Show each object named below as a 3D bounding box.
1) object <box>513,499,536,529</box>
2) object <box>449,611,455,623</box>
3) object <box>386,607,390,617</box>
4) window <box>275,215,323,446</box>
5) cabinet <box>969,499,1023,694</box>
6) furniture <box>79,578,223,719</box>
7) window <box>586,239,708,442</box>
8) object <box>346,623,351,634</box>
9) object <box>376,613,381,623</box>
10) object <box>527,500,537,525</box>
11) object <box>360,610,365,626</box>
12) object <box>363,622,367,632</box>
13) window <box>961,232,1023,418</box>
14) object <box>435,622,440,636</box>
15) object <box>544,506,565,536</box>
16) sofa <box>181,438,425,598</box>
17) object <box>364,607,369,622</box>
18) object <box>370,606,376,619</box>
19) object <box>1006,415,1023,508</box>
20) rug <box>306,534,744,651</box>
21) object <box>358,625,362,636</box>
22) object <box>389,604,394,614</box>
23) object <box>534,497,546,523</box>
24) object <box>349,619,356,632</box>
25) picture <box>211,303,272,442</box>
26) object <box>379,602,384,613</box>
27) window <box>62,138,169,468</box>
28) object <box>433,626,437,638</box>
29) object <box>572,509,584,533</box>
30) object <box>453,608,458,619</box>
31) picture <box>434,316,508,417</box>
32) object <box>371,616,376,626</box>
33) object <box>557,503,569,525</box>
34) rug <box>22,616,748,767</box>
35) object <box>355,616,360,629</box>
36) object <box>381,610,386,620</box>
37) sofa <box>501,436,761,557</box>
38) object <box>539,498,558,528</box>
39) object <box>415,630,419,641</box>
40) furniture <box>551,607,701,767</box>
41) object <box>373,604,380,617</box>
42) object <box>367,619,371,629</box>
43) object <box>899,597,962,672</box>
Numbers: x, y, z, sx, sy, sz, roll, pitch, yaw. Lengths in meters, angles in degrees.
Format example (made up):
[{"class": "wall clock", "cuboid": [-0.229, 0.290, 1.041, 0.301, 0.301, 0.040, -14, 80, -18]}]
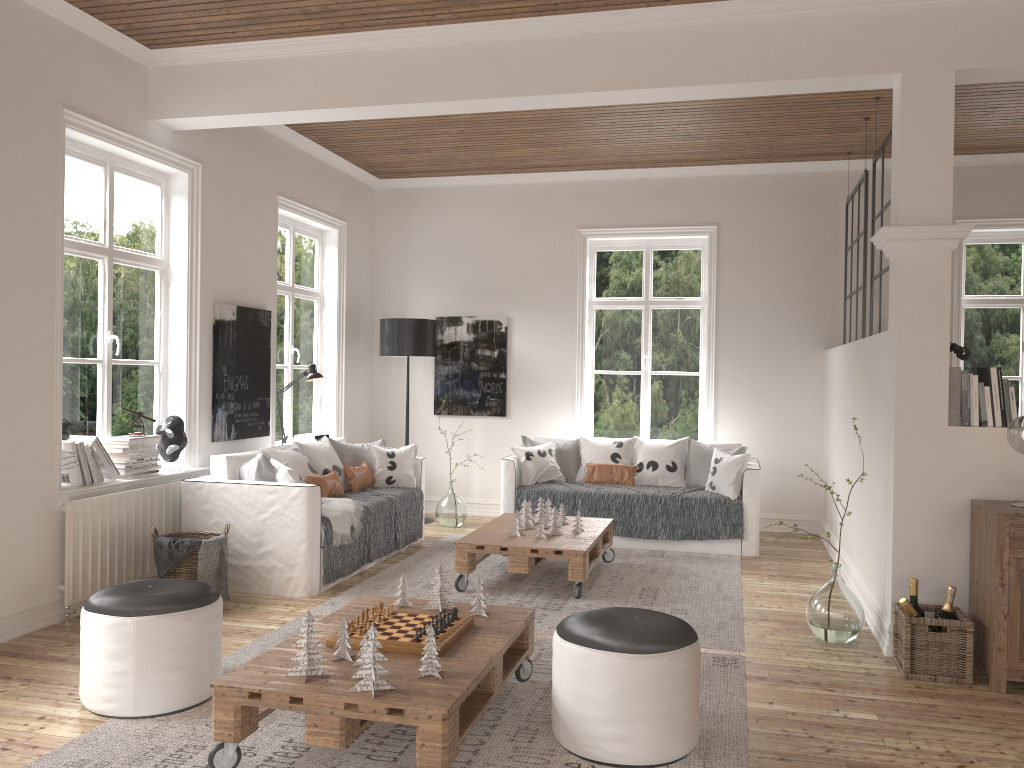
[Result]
[{"class": "object", "cuboid": [0.080, 0.832, 5.685, 0.106, 0.193, 0.112, 1, 1, 42]}, {"class": "object", "cuboid": [-0.233, 0.888, 3.393, 0.026, 0.044, 0.026, 1, 1, -31]}, {"class": "object", "cuboid": [-0.483, 0.888, 3.456, 0.017, 0.037, 0.017, 1, 1, 33]}, {"class": "window", "cuboid": [-1.772, -0.391, 7.188, 0.120, 1.872, 1.055, 1, 1, 14]}, {"class": "cabinet", "cuboid": [2.734, 0.913, 3.679, 1.432, 0.750, 0.408, 1, 1, 14]}, {"class": "furniture", "cuboid": [-1.401, 1.009, 3.461, 0.518, 0.430, 0.518, 1, 1, 35]}, {"class": "window", "cuboid": [1.196, -0.350, 7.905, 1.055, 1.872, 0.120, 1, 1, 14]}, {"class": "object", "cuboid": [-0.594, 0.886, 3.210, 0.019, 0.040, 0.019, 1, 1, 10]}, {"class": "object", "cuboid": [-0.507, 0.888, 3.371, 0.017, 0.037, 0.017, 1, 1, 33]}, {"class": "object", "cuboid": [0.114, 0.845, 5.856, 0.095, 0.164, 0.090, 1, 1, 21]}, {"class": "object", "cuboid": [-0.561, 0.876, 3.337, 0.025, 0.058, 0.025, 1, 1, -31]}, {"class": "object", "cuboid": [-0.538, 0.888, 3.245, 0.017, 0.037, 0.017, 1, 1, 33]}, {"class": "window", "cuboid": [4.168, -0.297, 7.161, 1.055, 1.872, 0.120, 1, 1, 14]}, {"class": "object", "cuboid": [-0.274, 0.887, 3.221, 0.022, 0.047, 0.022, 1, 1, -18]}, {"class": "object", "cuboid": [0.260, 0.844, 5.491, 0.097, 0.178, 0.103, 1, 1, -23]}, {"class": "sofa", "cuboid": [-1.314, 0.815, 6.071, 0.866, 0.776, 1.960, 1, 1, 14]}, {"class": "object", "cuboid": [-0.552, 0.878, 3.379, 0.025, 0.055, 0.025, 0, 1, -44]}, {"class": "object", "cuboid": [-0.538, 0.882, 3.427, 0.022, 0.047, 0.022, 0, 1, -44]}, {"class": "object", "cuboid": [2.279, 0.629, 3.920, 0.180, 1.062, 0.395, 1, 1, 29]}, {"class": "rug", "cuboid": [0.299, 1.231, 5.644, 2.254, 0.003, 2.474, 1, 1, 14]}, {"class": "object", "cuboid": [-0.549, 0.889, 3.200, 0.017, 0.037, 0.017, 1, 1, 33]}, {"class": "object", "cuboid": [-0.475, 0.887, 3.496, 0.017, 0.037, 0.017, 1, 1, 33]}, {"class": "object", "cuboid": [0.193, 0.839, 5.942, 0.090, 0.176, 0.090, 1, 1, -24]}, {"class": "object", "cuboid": [-0.583, 0.884, 3.252, 0.026, 0.044, 0.026, 1, 1, -31]}, {"class": "picture", "cuboid": [-1.854, -0.075, 6.111, 0.041, 0.908, 0.680, 1, 1, 14]}, {"class": "object", "cuboid": [-0.518, 0.885, 3.507, 0.019, 0.040, 0.019, 0, 1, -42]}, {"class": "window", "cuboid": [-2.298, -0.381, 5.086, 0.120, 1.872, 1.055, 1, 1, 14]}, {"class": "object", "cuboid": [-0.286, 0.889, 3.178, 0.026, 0.044, 0.026, 1, 1, -31]}, {"class": "object", "cuboid": [0.419, 0.863, 5.608, 0.072, 0.142, 0.073, 1, 1, 22]}, {"class": "object", "cuboid": [-0.219, 0.890, 3.435, 0.019, 0.040, 0.019, 0, 1, -42]}, {"class": "picture", "cuboid": [-0.379, -0.163, 8.113, 0.680, 0.908, 0.041, 1, 1, 14]}, {"class": "object", "cuboid": [-0.519, 0.888, 3.327, 0.017, 0.037, 0.017, 1, 1, 33]}, {"class": "object", "cuboid": [0.330, 0.857, 5.869, 0.075, 0.147, 0.075, 0, 1, -44]}, {"class": "rug", "cuboid": [-0.320, 1.243, 3.171, 2.254, 0.003, 2.474, 1, 1, 14]}, {"class": "object", "cuboid": [-0.572, 0.882, 3.295, 0.022, 0.047, 0.022, 0, 1, -44]}, {"class": "object", "cuboid": [-0.495, 0.888, 3.413, 0.017, 0.037, 0.017, 1, 1, 33]}, {"class": "sofa", "cuboid": [0.949, 0.842, 7.052, 1.960, 0.776, 0.866, 1, 1, 14]}, {"class": "object", "cuboid": [0.239, 0.833, 5.736, 0.107, 0.195, 0.113, 1, 1, 21]}, {"class": "object", "cuboid": [-0.338, 0.892, 3.150, 0.017, 0.037, 0.017, 1, 1, -5]}, {"class": "furniture", "cuboid": [0.399, 1.041, 3.119, 0.518, 0.430, 0.518, 1, 1, 17]}, {"class": "object", "cuboid": [-0.529, 0.883, 3.464, 0.026, 0.044, 0.026, 1, 1, -31]}, {"class": "object", "cuboid": [-0.529, 0.888, 3.285, 0.017, 0.037, 0.017, 1, 1, 33]}, {"class": "object", "cuboid": [1.821, 1.094, 3.864, 0.284, 0.332, 0.095, 1, 1, -7]}]
